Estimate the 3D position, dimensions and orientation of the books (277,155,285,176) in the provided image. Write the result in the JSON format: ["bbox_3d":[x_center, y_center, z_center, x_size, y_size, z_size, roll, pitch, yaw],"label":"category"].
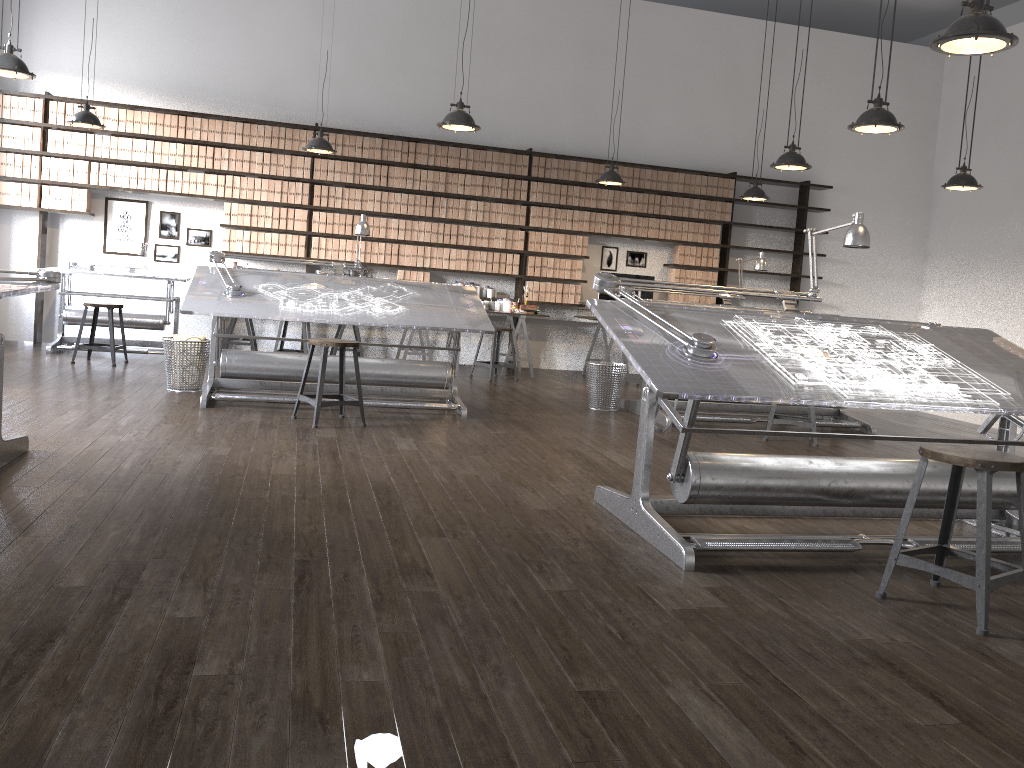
[{"bbox_3d":[-2.414,-2.273,9.253,0.066,0.225,0.175,4,5,-14],"label":"books"}]

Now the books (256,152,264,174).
[{"bbox_3d":[-2.620,-2.283,9.199,0.066,0.225,0.175,4,5,-14],"label":"books"}]

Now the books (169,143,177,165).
[{"bbox_3d":[-3.437,-2.325,9.000,0.066,0.225,0.175,4,5,-14],"label":"books"}]

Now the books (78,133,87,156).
[{"bbox_3d":[-4.253,-2.367,8.804,0.066,0.225,0.175,4,5,-14],"label":"books"}]

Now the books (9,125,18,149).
[{"bbox_3d":[-4.848,-2.404,8.656,0.066,0.225,0.175,4,5,-14],"label":"books"}]

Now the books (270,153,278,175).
[{"bbox_3d":[-2.482,-2.277,9.235,0.066,0.225,0.175,4,5,-14],"label":"books"}]

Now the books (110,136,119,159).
[{"bbox_3d":[-3.971,-2.353,8.872,0.066,0.225,0.175,4,5,-14],"label":"books"}]

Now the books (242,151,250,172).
[{"bbox_3d":[-2.745,-2.289,9.165,0.067,0.225,0.175,4,5,-14],"label":"books"}]

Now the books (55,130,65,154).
[{"bbox_3d":[-4.447,-2.377,8.750,0.066,0.225,0.175,4,5,-14],"label":"books"}]

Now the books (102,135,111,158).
[{"bbox_3d":[-4.039,-2.356,8.851,0.066,0.225,0.175,4,5,-14],"label":"books"}]

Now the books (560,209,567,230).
[{"bbox_3d":[0.559,-1.853,9.998,0.066,0.225,0.175,4,5,-14],"label":"books"}]

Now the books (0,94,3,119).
[{"bbox_3d":[-4.963,-2.685,8.602,0.066,0.225,0.175,4,5,-14],"label":"books"}]

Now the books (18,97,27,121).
[{"bbox_3d":[-4.759,-2.675,8.657,0.066,0.225,0.175,4,5,-14],"label":"books"}]

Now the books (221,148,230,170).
[{"bbox_3d":[-2.948,-2.300,9.118,0.066,0.225,0.175,4,5,-14],"label":"books"}]

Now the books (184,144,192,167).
[{"bbox_3d":[-3.296,-2.318,9.030,0.067,0.225,0.175,4,5,-14],"label":"books"}]

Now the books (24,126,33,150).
[{"bbox_3d":[-4.718,-2.397,8.689,0.066,0.225,0.175,4,5,-14],"label":"books"}]

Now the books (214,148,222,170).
[{"bbox_3d":[-3.018,-2.304,9.105,0.066,0.225,0.175,4,5,-14],"label":"books"}]

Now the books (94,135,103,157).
[{"bbox_3d":[-4.109,-2.360,8.839,0.066,0.225,0.175,4,5,-14],"label":"books"}]

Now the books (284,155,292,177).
[{"bbox_3d":[-2.345,-2.269,9.263,0.067,0.225,0.175,4,5,-14],"label":"books"}]

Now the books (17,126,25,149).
[{"bbox_3d":[-4.782,-2.400,8.668,0.067,0.225,0.175,4,5,-14],"label":"books"}]

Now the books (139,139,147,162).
[{"bbox_3d":[-3.711,-2.339,8.933,0.066,0.225,0.175,4,5,-14],"label":"books"}]

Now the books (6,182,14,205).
[{"bbox_3d":[-4.895,-1.857,8.687,0.066,0.225,0.175,4,5,-14],"label":"books"}]

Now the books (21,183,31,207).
[{"bbox_3d":[-4.762,-1.850,8.714,0.066,0.225,0.175,4,5,-14],"label":"books"}]

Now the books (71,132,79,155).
[{"bbox_3d":[-4.316,-2.370,8.786,0.066,0.225,0.175,4,5,-14],"label":"books"}]

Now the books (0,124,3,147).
[{"bbox_3d":[-4.978,-2.410,8.621,0.067,0.225,0.175,4,5,-14],"label":"books"}]

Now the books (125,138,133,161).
[{"bbox_3d":[-3.836,-2.345,8.899,0.067,0.225,0.175,4,5,-14],"label":"books"}]

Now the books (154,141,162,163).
[{"bbox_3d":[-3.573,-2.332,8.968,0.066,0.225,0.175,4,5,-14],"label":"books"}]

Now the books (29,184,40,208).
[{"bbox_3d":[-4.693,-1.847,8.735,0.066,0.225,0.175,4,5,-14],"label":"books"}]

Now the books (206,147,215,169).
[{"bbox_3d":[-3.089,-2.307,9.082,0.067,0.225,0.175,4,5,-14],"label":"books"}]

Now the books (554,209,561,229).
[{"bbox_3d":[0.491,-1.857,9.983,0.066,0.225,0.175,4,5,-14],"label":"books"}]

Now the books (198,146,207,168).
[{"bbox_3d":[-3.162,-2.312,9.070,0.066,0.225,0.175,4,5,-14],"label":"books"}]

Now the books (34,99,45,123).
[{"bbox_3d":[-4.620,-2.668,8.689,0.066,0.225,0.175,4,5,-14],"label":"books"}]

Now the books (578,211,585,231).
[{"bbox_3d":[0.758,-1.843,10.046,0.066,0.225,0.175,4,5,-14],"label":"books"}]

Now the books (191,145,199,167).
[{"bbox_3d":[-3.235,-2.315,9.050,0.066,0.225,0.175,4,5,-14],"label":"books"}]

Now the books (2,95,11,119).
[{"bbox_3d":[-4.894,-2.682,8.622,0.066,0.225,0.175,4,5,-14],"label":"books"}]

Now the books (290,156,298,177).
[{"bbox_3d":[-2.282,-2.266,9.283,0.066,0.225,0.175,4,5,-14],"label":"books"}]

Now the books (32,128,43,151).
[{"bbox_3d":[-4.649,-2.393,8.706,0.066,0.225,0.175,4,5,-14],"label":"books"}]

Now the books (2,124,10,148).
[{"bbox_3d":[-4.908,-2.406,8.640,0.066,0.225,0.175,4,5,-14],"label":"books"}]

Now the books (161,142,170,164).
[{"bbox_3d":[-3.505,-2.329,8.987,0.066,0.225,0.175,4,5,-14],"label":"books"}]

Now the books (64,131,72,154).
[{"bbox_3d":[-4.377,-2.373,8.767,0.067,0.225,0.175,4,5,-14],"label":"books"}]

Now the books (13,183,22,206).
[{"bbox_3d":[-4.833,-1.853,8.697,0.067,0.225,0.175,4,5,-14],"label":"books"}]

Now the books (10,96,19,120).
[{"bbox_3d":[-4.827,-2.679,8.642,0.066,0.225,0.175,4,5,-14],"label":"books"}]

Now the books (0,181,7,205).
[{"bbox_3d":[-4.959,-1.860,8.673,0.066,0.225,0.175,4,5,-14],"label":"books"}]

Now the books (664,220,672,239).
[{"bbox_3d":[1.783,-1.790,10.295,0.066,0.225,0.175,4,5,-14],"label":"books"}]

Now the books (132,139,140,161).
[{"bbox_3d":[-3.772,-2.343,8.919,0.066,0.225,0.175,4,5,-14],"label":"books"}]

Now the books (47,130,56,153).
[{"bbox_3d":[-4.518,-2.381,8.736,0.066,0.225,0.175,4,5,-14],"label":"books"}]

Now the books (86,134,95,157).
[{"bbox_3d":[-4.180,-2.363,8.816,0.067,0.225,0.175,4,5,-14],"label":"books"}]

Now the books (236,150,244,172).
[{"bbox_3d":[-2.811,-2.294,9.155,0.066,0.225,0.175,4,5,-14],"label":"books"}]

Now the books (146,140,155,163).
[{"bbox_3d":[-3.640,-2.335,8.948,0.067,0.225,0.175,4,5,-14],"label":"books"}]

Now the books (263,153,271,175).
[{"bbox_3d":[-2.549,-2.280,9.214,0.067,0.225,0.175,4,5,-14],"label":"books"}]

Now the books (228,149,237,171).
[{"bbox_3d":[-2.880,-2.297,9.138,0.066,0.225,0.175,4,5,-14],"label":"books"}]

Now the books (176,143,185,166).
[{"bbox_3d":[-3.366,-2.321,9.013,0.066,0.225,0.175,4,5,-14],"label":"books"}]

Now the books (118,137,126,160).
[{"bbox_3d":[-3.902,-2.349,8.889,0.066,0.225,0.175,4,5,-14],"label":"books"}]

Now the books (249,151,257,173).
[{"bbox_3d":[-2.681,-2.287,9.186,0.066,0.225,0.175,4,5,-14],"label":"books"}]

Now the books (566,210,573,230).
[{"bbox_3d":[0.628,-1.849,10.011,0.067,0.225,0.175,4,5,-14],"label":"books"}]
